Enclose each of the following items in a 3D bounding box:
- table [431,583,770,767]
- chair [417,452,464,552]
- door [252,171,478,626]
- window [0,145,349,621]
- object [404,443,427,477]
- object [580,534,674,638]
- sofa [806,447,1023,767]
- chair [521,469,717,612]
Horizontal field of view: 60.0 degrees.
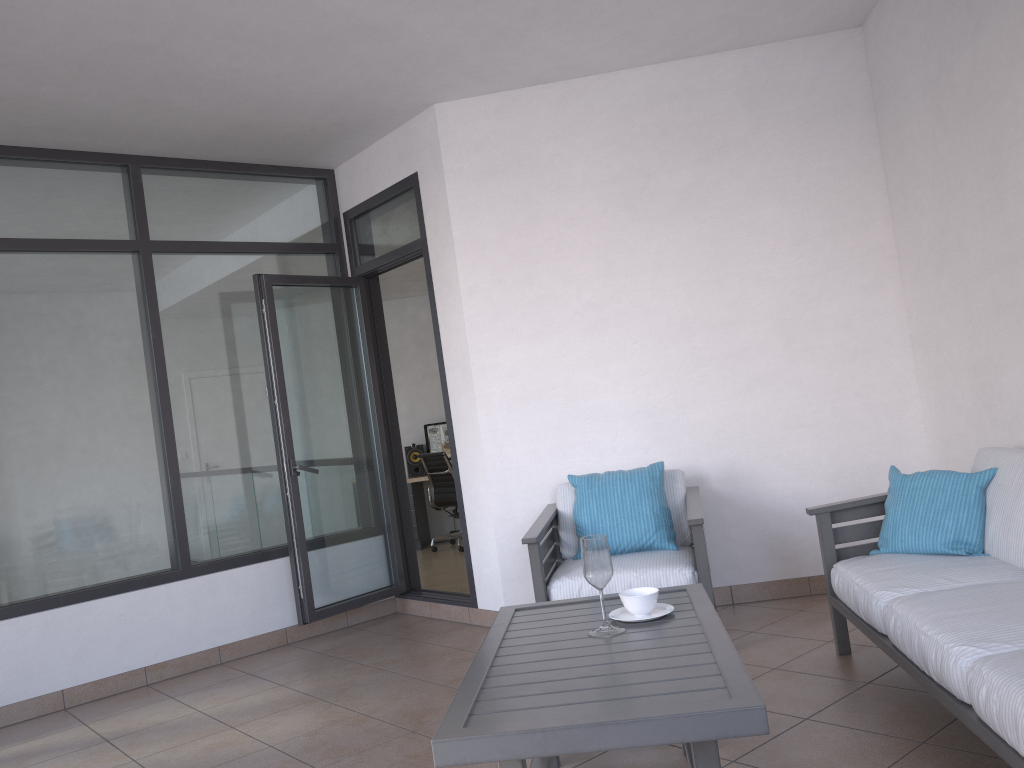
[{"bbox_3d":[0.275,0.963,2.485,0.710,0.473,1.260,-8,-2,6],"label":"table"},{"bbox_3d":[-0.530,1.154,9.004,0.699,0.991,0.664,-7,-2,-33],"label":"chair"},{"bbox_3d":[-0.871,0.099,5.183,0.924,2.500,0.905,-6,-3,-39],"label":"door"},{"bbox_3d":[-2.977,0.009,4.248,5.002,2.402,0.170,-6,-3,-39],"label":"window"},{"bbox_3d":[-1.048,0.816,9.605,0.198,0.354,0.249,-8,-2,-9],"label":"object"},{"bbox_3d":[0.328,0.587,2.722,0.337,0.284,0.203,-7,-2,-33],"label":"object"},{"bbox_3d":[1.523,0.640,2.539,0.807,0.765,2.161,-8,-2,6],"label":"sofa"},{"bbox_3d":[0.536,0.843,4.239,0.797,0.765,0.807,-8,-2,11],"label":"chair"}]
